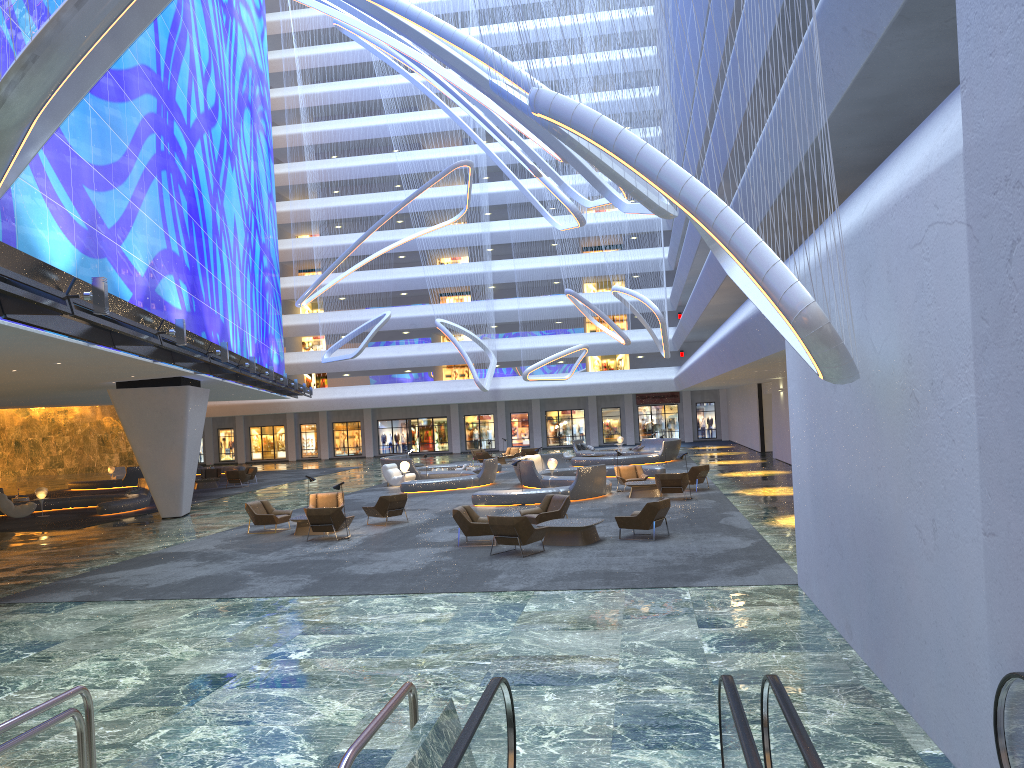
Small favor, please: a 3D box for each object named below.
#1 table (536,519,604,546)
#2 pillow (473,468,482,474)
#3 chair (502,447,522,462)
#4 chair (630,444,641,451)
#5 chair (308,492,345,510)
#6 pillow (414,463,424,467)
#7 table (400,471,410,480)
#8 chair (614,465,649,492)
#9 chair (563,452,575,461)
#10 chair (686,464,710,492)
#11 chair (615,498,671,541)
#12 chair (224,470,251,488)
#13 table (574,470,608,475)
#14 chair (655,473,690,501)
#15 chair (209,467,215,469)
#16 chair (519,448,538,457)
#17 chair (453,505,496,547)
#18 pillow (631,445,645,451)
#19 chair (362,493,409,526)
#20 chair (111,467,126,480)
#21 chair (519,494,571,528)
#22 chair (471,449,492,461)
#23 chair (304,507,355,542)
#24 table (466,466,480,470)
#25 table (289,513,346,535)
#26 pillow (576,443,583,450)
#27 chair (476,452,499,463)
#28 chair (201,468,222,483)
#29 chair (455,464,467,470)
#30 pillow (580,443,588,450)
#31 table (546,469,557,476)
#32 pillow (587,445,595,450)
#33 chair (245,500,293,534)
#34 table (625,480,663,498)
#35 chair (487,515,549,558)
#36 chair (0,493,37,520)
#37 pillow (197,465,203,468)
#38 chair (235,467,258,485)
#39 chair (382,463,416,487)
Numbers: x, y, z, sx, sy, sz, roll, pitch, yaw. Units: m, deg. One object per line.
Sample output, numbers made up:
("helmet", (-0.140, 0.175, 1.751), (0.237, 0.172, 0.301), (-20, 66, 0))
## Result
("table", (1.175, 2.954, 17.662), (1.204, 0.392, 1.202), (-4, -2, 26))
("pillow", (-1.011, 3.209, 33.054), (0.693, 0.262, 0.877), (-4, -2, 17))
("chair", (0.035, 3.792, 47.499), (0.930, 0.766, 0.938), (-4, -1, 27))
("chair", (6.602, 3.363, 45.172), (0.939, 0.766, 0.929), (-4, -1, 42))
("chair", (-4.873, 3.281, 23.339), (0.929, 0.766, 0.939), (-3, -1, -8))
("pillow", (-4.269, 3.673, 40.084), (0.443, 0.207, 0.445), (-2, -2, -30))
("table", (-4.102, 3.644, 33.856), (0.417, 0.595, 0.428), (-3, -1, -17))
("chair", (3.718, 2.960, 27.749), (0.929, 0.766, 0.939), (-3, -1, -8))
("chair", (2.853, 3.674, 44.450), (0.587, 0.501, 0.490), (-4, -1, 43))
("chair", (5.438, 2.837, 26.804), (0.939, 0.766, 0.929), (-4, -1, 42))
("chair", (2.646, 2.696, 17.739), (0.939, 0.766, 0.929), (-4, -1, 33))
("chair", (-12.081, 4.171, 38.981), (0.929, 0.766, 0.939), (-3, -1, 7))
("table", (2.798, 3.307, 31.405), (1.203, 0.392, 1.203), (-3, -2, 9))
("chair", (4.434, 2.816, 24.475), (0.930, 0.766, 0.938), (-3, -1, 14))
("chair", (-16.906, 4.902, 49.556), (0.587, 0.501, 0.491), (-4, -1, 25))
("chair", (0.897, 3.689, 45.735), (0.929, 0.766, 0.939), (-3, -1, -13))
("chair", (-0.682, 2.887, 18.096), (0.939, 0.766, 0.929), (-3, -1, 10))
("pillow", (6.244, 3.164, 43.854), (0.692, 0.262, 0.878), (-2, -2, -29))
("chair", (-3.153, 3.158, 22.393), (0.939, 0.766, 0.929), (-4, -1, 42))
("chair", (-20.662, 4.825, 46.750), (0.728, 0.882, 1.158), (-3, -1, -37))
("chair", (0.758, 2.852, 19.430), (0.938, 0.766, 0.930), (-2, -1, -30))
("chair", (-1.656, 3.873, 47.207), (0.928, 0.766, 0.940), (-2, -1, -38))
("chair", (-4.157, 3.137, 20.065), (0.930, 0.766, 0.938), (-3, -1, 14))
("table", (-1.596, 3.763, 38.291), (0.673, 0.406, 0.672), (-2, -2, -30))
("table", (-4.690, 3.391, 21.447), (1.203, 0.392, 1.203), (-3, -2, 9))
("pillow", (3.669, 3.376, 47.525), (0.295, 0.369, 0.769), (-3, -1, 21))
("chair", (-1.263, 3.763, 44.410), (0.938, 0.766, 0.930), (-2, -1, -40))
("chair", (-13.984, 4.346, 41.233), (0.929, 0.766, 0.939), (-3, -1, -18))
("chair", (-2.713, 3.786, 38.575), (1.783, 0.501, 0.586), (-2, -1, -28))
("pillow", (3.879, 3.340, 47.528), (0.315, 0.386, 0.784), (-3, -1, 24))
("table", (1.378, 3.243, 30.562), (0.418, 0.595, 0.427), (-3, -1, 8))
("pillow", (4.131, 3.427, 47.786), (0.684, 0.280, 0.875), (-2, -2, -44))
("chair", (-6.087, 3.307, 22.125), (0.939, 0.766, 0.929), (-3, -1, 17))
("table", (3.901, 3.070, 25.858), (1.203, 0.392, 1.203), (-3, -2, 8))
("chair", (0.084, 2.797, 16.559), (0.930, 0.766, 0.938), (-4, -1, 35))
("chair", (-16.673, 4.065, 29.776), (1.156, 0.882, 0.729), (-2, -1, -37))
("pillow", (-18.267, 4.794, 51.528), (0.443, 0.207, 0.445), (-3, -1, -5))
("chair", (-12.294, 4.245, 40.934), (0.938, 0.766, 0.930), (-2, -1, -43))
("chair", (-4.423, 3.565, 34.739), (1.158, 0.882, 0.728), (-4, -1, 28))
